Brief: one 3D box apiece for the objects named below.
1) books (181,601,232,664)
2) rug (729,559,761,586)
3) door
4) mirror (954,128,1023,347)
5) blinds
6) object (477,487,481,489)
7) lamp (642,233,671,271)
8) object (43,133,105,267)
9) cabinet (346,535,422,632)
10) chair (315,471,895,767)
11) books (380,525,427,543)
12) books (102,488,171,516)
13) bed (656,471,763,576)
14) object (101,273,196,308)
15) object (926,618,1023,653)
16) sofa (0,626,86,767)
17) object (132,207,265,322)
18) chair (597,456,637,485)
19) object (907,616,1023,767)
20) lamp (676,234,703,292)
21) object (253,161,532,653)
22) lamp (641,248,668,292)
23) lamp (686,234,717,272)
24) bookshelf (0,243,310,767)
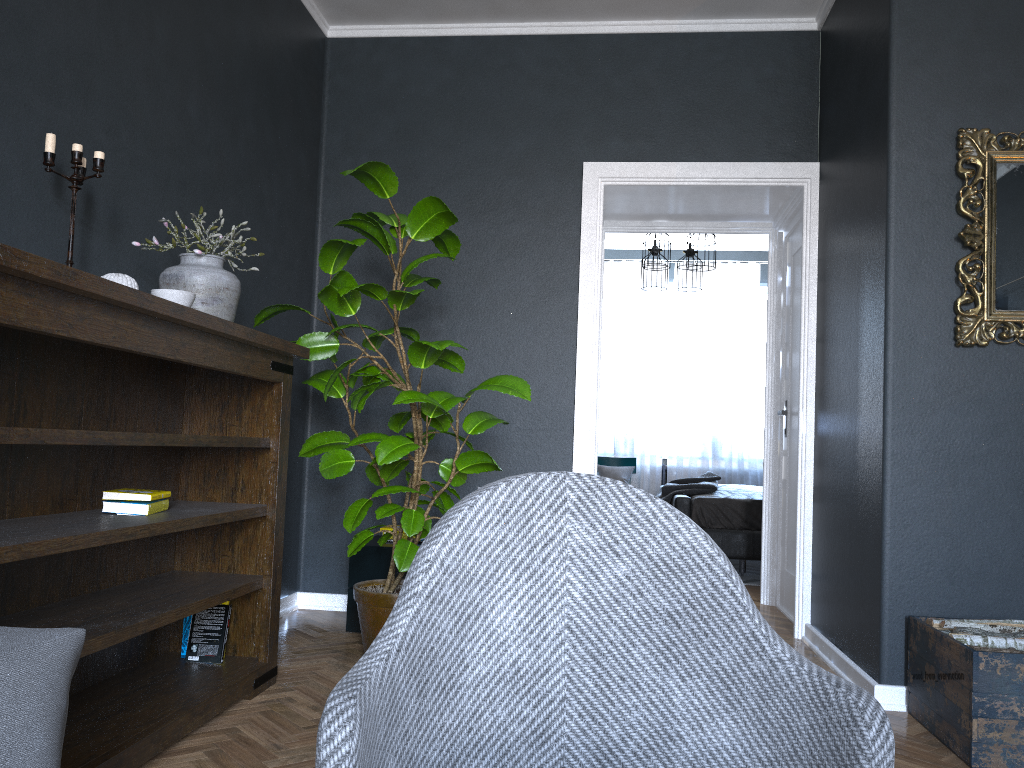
[{"bbox_3d":[-1.033,0.839,3.008,0.179,0.193,0.123,2,-4,10],"label":"books"},{"bbox_3d":[1.755,1.412,6.874,1.458,0.013,2.047,2,-4,7],"label":"rug"},{"bbox_3d":[1.544,0.150,4.720,0.162,2.185,0.857,2,-3,7],"label":"door"},{"bbox_3d":[2.073,-0.501,3.034,1.056,0.783,0.067,2,-3,7],"label":"mirror"},{"bbox_3d":[1.623,0.149,8.887,3.992,2.786,0.312,2,-3,7],"label":"blinds"},{"bbox_3d":[-0.231,0.611,4.136,0.228,0.268,0.229,-1,-5,40],"label":"object"},{"bbox_3d":[1.141,-1.261,6.951,0.210,0.713,0.210,1,-4,20],"label":"lamp"},{"bbox_3d":[-1.162,-0.426,2.309,0.145,0.437,0.130,-1,-5,43],"label":"object"},{"bbox_3d":[-0.376,0.933,4.100,0.650,0.390,0.456,2,-4,7],"label":"cabinet"},{"bbox_3d":[0.083,0.518,1.071,0.645,0.810,0.495,3,-4,-15],"label":"chair"},{"bbox_3d":[-0.505,0.704,4.161,0.214,0.066,0.162,2,-4,2],"label":"books"},{"bbox_3d":[-1.067,0.366,2.569,0.174,0.113,0.197,3,-4,-4],"label":"books"},{"bbox_3d":[2.291,0.852,6.880,2.375,1.160,2.268,2,-4,7],"label":"bed"},{"bbox_3d":[-1.004,-0.243,2.436,0.255,0.103,0.118,4,-4,-28],"label":"object"},{"bbox_3d":[1.511,0.860,2.726,0.370,0.246,0.533,2,-4,7],"label":"object"},{"bbox_3d":[-1.084,0.407,0.060,0.970,0.797,2.342,2,-4,6],"label":"sofa"},{"bbox_3d":[-0.979,-0.371,2.781,0.385,0.412,0.275,3,-4,-15],"label":"object"},{"bbox_3d":[0.984,1.097,8.487,0.435,0.798,0.593,2,-4,7],"label":"chair"},{"bbox_3d":[1.503,0.936,2.722,0.383,0.326,0.553,2,-4,7],"label":"object"},{"bbox_3d":[1.531,-1.177,7.605,0.210,0.746,0.210,1,-4,20],"label":"lamp"},{"bbox_3d":[-0.492,0.130,3.434,1.118,1.897,0.764,2,-3,1],"label":"object"},{"bbox_3d":[1.186,-1.181,7.334,0.210,0.803,0.210,1,-4,20],"label":"lamp"},{"bbox_3d":[1.422,-1.241,6.625,0.210,0.769,0.210,1,-4,20],"label":"lamp"},{"bbox_3d":[-1.077,0.377,2.209,0.451,1.171,1.920,2,-4,7],"label":"bookshelf"}]
